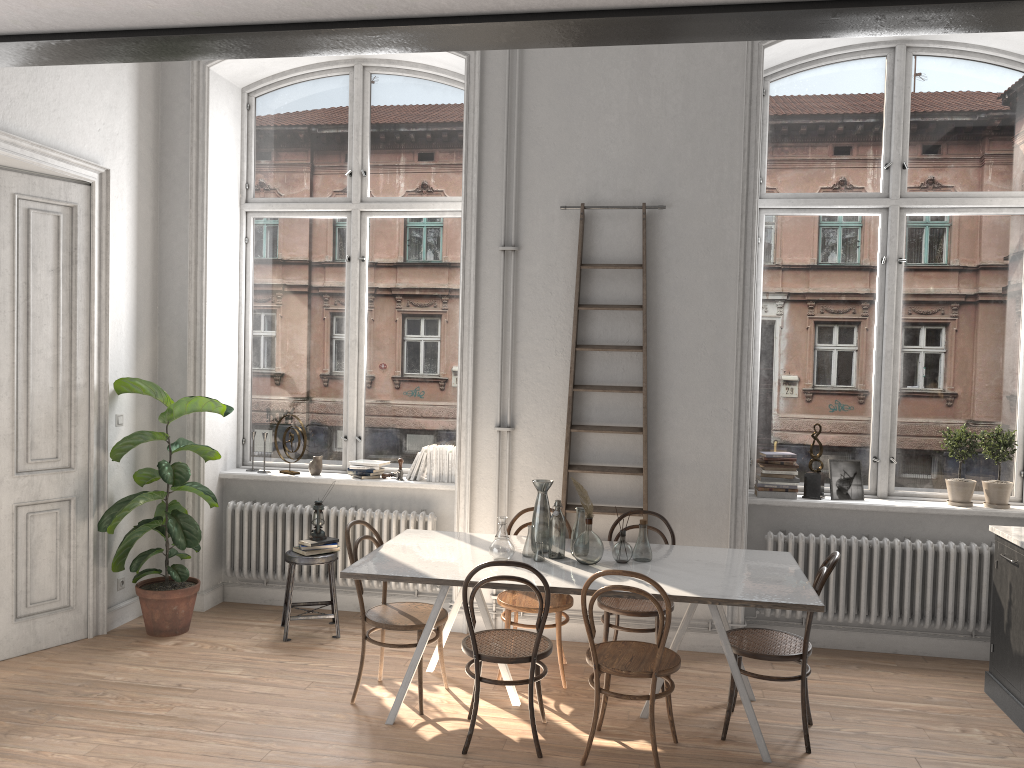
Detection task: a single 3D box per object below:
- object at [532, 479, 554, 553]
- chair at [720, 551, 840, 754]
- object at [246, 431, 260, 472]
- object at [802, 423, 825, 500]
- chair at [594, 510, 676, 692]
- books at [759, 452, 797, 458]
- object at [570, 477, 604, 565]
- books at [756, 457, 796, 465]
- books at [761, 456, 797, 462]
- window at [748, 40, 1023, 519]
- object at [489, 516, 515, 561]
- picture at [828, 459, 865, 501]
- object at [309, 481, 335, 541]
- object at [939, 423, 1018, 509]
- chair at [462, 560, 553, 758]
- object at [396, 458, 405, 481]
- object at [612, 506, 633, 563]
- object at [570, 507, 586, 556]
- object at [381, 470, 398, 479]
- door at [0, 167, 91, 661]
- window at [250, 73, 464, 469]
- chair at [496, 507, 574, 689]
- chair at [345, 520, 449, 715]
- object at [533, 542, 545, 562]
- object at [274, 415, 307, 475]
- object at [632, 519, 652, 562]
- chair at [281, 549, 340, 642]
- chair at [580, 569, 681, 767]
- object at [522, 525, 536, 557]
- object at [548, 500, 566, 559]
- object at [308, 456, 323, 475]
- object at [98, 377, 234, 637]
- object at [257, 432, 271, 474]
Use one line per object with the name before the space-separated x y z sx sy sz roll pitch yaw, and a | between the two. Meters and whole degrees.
object | 0.160 0.708 4.745 0.116 0.383 0.116 2 2 21
chair | 1.304 1.262 4.359 0.549 0.921 0.438 2 2 22
object | -1.886 0.490 6.457 0.095 0.289 0.095 3 3 41
object | 1.970 0.498 5.762 0.122 0.488 0.102 3 3 34
chair | 0.719 1.225 5.102 0.438 0.921 0.549 2 2 17
books | 1.741 0.462 5.806 0.201 0.024 0.159 1 2 0
object | 0.392 0.690 4.501 0.156 0.446 0.157 3 2 28
books | 1.730 0.506 5.800 0.231 0.023 0.162 2 2 26
books | 1.744 0.484 5.797 0.205 0.020 0.155 2 2 10
window | 9.301 -4.936 7.507 14.384 15.940 26.391 2 2 10
object | -0.050 0.791 4.541 0.132 0.219 0.132 1 2 -1
picture | 2.159 0.622 5.776 0.221 0.264 0.148 1 2 -7
object | -1.240 0.824 5.804 0.163 0.383 0.154 1 2 -17
object | 2.940 0.510 5.596 0.500 0.524 0.234 1 2 -1
chair | -0.027 1.233 4.199 0.438 0.921 0.549 2 2 5
object | -0.778 0.594 6.189 0.048 0.153 0.088 1 2 -20
object | 0.569 0.775 4.552 0.107 0.283 0.106 2 2 5
object | 0.360 0.780 4.673 0.098 0.255 0.100 1 2 -13
object | -0.854 0.641 6.261 0.153 0.048 0.088 0 2 -40
door | -2.897 0.183 5.060 0.216 2.815 1.097 3 3 35
window | -1.125 -0.816 6.435 1.622 2.844 0.013 2 2 10
chair | 0.142 1.210 5.123 0.438 0.921 0.549 2 2 8
chair | -0.610 1.203 4.716 0.549 0.921 0.437 2 2 18
object | 0.140 0.858 4.543 0.058 0.094 0.058 3 3 38
object | -1.588 0.432 6.365 0.347 0.425 0.087 3 3 42
object | 0.680 0.811 4.611 0.101 0.212 0.101 0 3 -41
chair | -1.306 1.351 5.766 0.364 0.523 0.360 1 2 -17
chair | 0.542 1.251 4.063 0.438 0.921 0.549 2 2 21
object | 0.097 0.823 4.646 0.083 0.158 0.083 2 2 6
object | 0.236 0.755 4.620 0.086 0.301 0.086 1 2 -4
object | -1.403 0.578 6.334 0.100 0.142 0.102 1 2 -15
object | 0.259 0.753 5.006 5.826 1.843 0.792 2 2 15
object | -1.780 0.495 6.381 0.095 0.289 0.095 3 3 32
